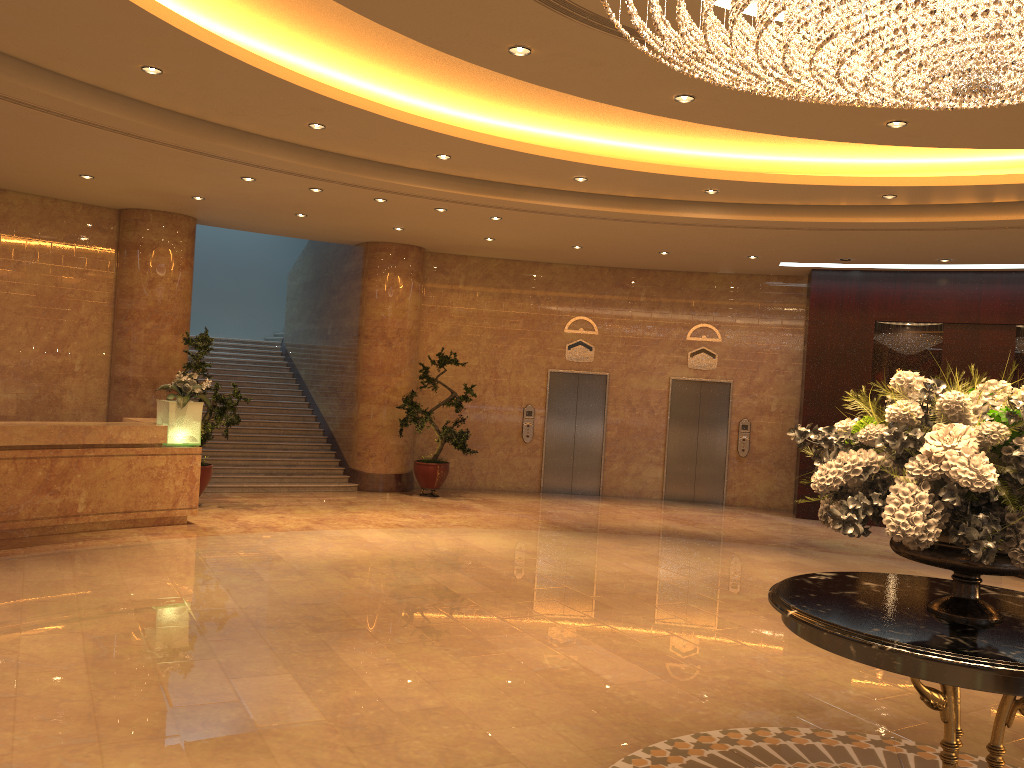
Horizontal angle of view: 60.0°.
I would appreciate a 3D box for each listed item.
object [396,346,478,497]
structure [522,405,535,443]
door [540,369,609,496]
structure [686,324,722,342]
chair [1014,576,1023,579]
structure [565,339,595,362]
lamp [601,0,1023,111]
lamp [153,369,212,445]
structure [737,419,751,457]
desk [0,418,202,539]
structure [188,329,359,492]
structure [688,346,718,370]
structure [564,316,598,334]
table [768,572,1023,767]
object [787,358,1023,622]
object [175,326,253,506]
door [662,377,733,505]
[{"bbox_3d":[-1.183,0.601,13.960,1.250,2.363,0.843,4,0,-7],"label":"object"},{"bbox_3d":[0.282,0.689,15.286,0.200,0.661,0.053,4,0,-7],"label":"structure"},{"bbox_3d":[1.086,0.845,15.423,1.070,2.145,0.150,4,0,-3],"label":"door"},{"bbox_3d":[3.317,-0.891,15.290,0.600,0.293,0.010,4,0,8],"label":"structure"},{"bbox_3d":[6.246,1.811,10.446,0.769,0.916,0.951,4,0,7],"label":"chair"},{"bbox_3d":[1.180,-0.578,15.374,0.504,0.405,0.012,4,0,-4],"label":"structure"},{"bbox_3d":[1.974,-1.808,3.687,3.204,1.196,3.206,4,0,9],"label":"lamp"},{"bbox_3d":[-3.855,0.255,10.456,0.532,0.897,0.606,4,0,41],"label":"lamp"},{"bbox_3d":[3.965,0.921,15.154,0.200,0.661,0.053,4,0,12],"label":"structure"},{"bbox_3d":[-5.989,0.952,4.953,3.466,1.155,12.951,4,0,6],"label":"desk"},{"bbox_3d":[-5.038,-1.259,16.469,9.849,5.560,7.472,3,0,-28],"label":"structure"},{"bbox_3d":[3.290,-0.445,15.293,0.504,0.405,0.012,4,0,7],"label":"structure"},{"bbox_3d":[1.208,-1.024,15.371,0.600,0.293,0.010,4,0,-4],"label":"structure"},{"bbox_3d":[1.797,1.477,3.655,1.493,1.089,1.493,3,0,-35],"label":"table"},{"bbox_3d":[1.844,0.435,3.618,1.318,0.999,1.277,4,0,2],"label":"object"},{"bbox_3d":[-4.156,0.425,11.872,1.250,2.363,0.843,4,0,42],"label":"object"},{"bbox_3d":[3.205,0.980,15.351,1.070,2.149,0.150,4,0,8],"label":"door"}]
